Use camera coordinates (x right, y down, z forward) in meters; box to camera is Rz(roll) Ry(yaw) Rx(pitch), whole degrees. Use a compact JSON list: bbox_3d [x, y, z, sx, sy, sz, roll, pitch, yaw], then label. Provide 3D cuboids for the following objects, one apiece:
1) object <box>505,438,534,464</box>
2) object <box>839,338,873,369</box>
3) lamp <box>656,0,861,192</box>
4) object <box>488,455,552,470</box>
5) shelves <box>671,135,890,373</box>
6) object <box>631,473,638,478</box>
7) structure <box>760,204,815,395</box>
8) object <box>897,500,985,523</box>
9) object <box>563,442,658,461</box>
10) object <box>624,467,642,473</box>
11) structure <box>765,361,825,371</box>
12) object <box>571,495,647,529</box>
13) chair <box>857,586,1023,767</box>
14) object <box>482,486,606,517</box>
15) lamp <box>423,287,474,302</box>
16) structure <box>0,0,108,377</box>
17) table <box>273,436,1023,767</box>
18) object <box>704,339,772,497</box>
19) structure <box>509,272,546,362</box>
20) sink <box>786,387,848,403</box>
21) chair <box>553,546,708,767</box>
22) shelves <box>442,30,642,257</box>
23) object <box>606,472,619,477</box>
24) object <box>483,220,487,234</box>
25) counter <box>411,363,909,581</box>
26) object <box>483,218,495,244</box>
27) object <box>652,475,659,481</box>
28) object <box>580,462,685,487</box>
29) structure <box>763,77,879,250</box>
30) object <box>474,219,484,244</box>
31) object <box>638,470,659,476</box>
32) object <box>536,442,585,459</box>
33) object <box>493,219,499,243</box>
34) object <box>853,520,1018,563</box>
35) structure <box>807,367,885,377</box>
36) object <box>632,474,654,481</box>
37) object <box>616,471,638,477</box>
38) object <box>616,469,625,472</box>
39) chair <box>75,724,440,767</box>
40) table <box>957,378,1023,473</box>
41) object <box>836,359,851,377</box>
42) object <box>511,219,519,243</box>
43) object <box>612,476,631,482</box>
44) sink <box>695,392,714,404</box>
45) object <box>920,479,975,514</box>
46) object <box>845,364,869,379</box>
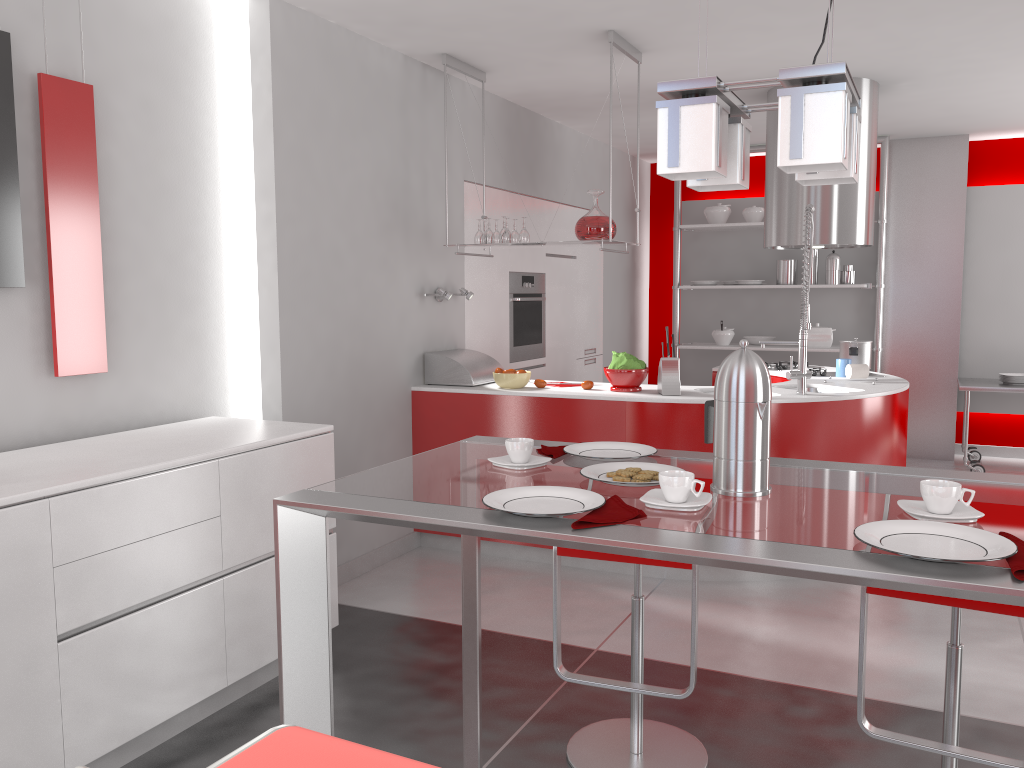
[{"bbox_3d":[0.010,0.146,1.940,0.078,0.049,0.062,2,6,25],"label":"object"},{"bbox_3d":[2.049,-0.183,5.290,0.189,0.185,0.218,-2,6,-12],"label":"object"},{"bbox_3d":[0.445,-0.877,1.537,0.304,1.025,0.304,3,6,25],"label":"lamp"},{"bbox_3d":[0.017,0.171,1.939,0.119,0.016,0.119,-6,8,-44],"label":"object"},{"bbox_3d":[2.200,-0.698,7.473,1.735,2.599,0.535,3,6,25],"label":"shelves"},{"bbox_3d":[0.254,0.185,1.793,0.036,0.006,0.034,5,8,43],"label":"object"},{"bbox_3d":[1.385,-0.413,4.313,0.308,0.920,0.178,-2,6,-21],"label":"structure"},{"bbox_3d":[0.714,0.214,1.482,0.119,0.016,0.119,0,6,6],"label":"object"},{"bbox_3d":[0.226,0.158,2.046,0.217,0.015,0.217,-3,7,-28],"label":"object"},{"bbox_3d":[0.249,0.177,1.820,0.034,0.006,0.036,1,6,14],"label":"object"},{"bbox_3d":[1.786,-0.124,5.812,0.457,0.037,0.303,-4,7,-34],"label":"structure"},{"bbox_3d":[0.179,0.216,1.492,0.095,0.012,0.234,2,6,24],"label":"object"},{"bbox_3d":[1.129,0.714,2.262,0.418,0.857,0.460,3,7,30],"label":"chair"},{"bbox_3d":[0.056,0.209,1.554,0.217,0.015,0.217,0,6,1],"label":"object"},{"bbox_3d":[-0.341,-0.496,4.932,0.155,0.081,0.454,3,6,25],"label":"lamp"},{"bbox_3d":[-1.635,-0.753,2.750,0.040,1.503,0.820,3,6,25],"label":"structure"},{"bbox_3d":[0.501,0.705,1.674,1.700,1.000,0.800,3,6,25],"label":"table"},{"bbox_3d":[0.418,0.058,1.674,0.149,0.287,0.113,4,7,33],"label":"object"},{"bbox_3d":[0.124,-0.461,6.058,0.050,0.589,0.599,3,6,25],"label":"structure"},{"bbox_3d":[1.577,0.127,4.589,0.326,0.172,0.428,-3,6,-25],"label":"sink"},{"bbox_3d":[0.377,0.680,2.626,0.418,0.857,0.460,2,6,21],"label":"chair"},{"bbox_3d":[0.157,-1.190,4.609,0.934,1.023,0.462,3,6,25],"label":"shelves"},{"bbox_3d":[0.210,0.184,1.804,0.036,0.006,0.034,1,6,9],"label":"object"},{"bbox_3d":[-0.146,-0.821,4.850,0.060,0.141,0.060,3,6,25],"label":"object"},{"bbox_3d":[0.999,0.423,5.003,2.865,0.880,1.868,-4,7,-30],"label":"counter"},{"bbox_3d":[-0.121,-0.805,4.689,0.060,0.141,0.060,0,6,2],"label":"object"},{"bbox_3d":[0.291,0.187,1.777,0.036,0.006,0.034,-6,8,-43],"label":"object"},{"bbox_3d":[0.245,0.184,1.785,0.217,0.015,0.217,-3,7,-27],"label":"object"},{"bbox_3d":[1.892,-1.319,5.451,0.644,0.958,0.644,-1,6,-8],"label":"structure"},{"bbox_3d":[-0.174,-0.813,4.769,0.060,0.141,0.060,3,6,25],"label":"object"},{"bbox_3d":[0.277,0.180,1.789,0.034,0.006,0.036,-5,8,-40],"label":"object"},{"bbox_3d":[0.104,0.154,2.111,0.095,0.012,0.234,3,6,26],"label":"object"},{"bbox_3d":[-0.083,-0.815,4.786,0.060,0.141,0.060,3,6,25],"label":"object"},{"bbox_3d":[0.614,0.233,1.294,0.217,0.015,0.217,-5,8,-40],"label":"object"},{"bbox_3d":[1.950,-0.073,5.306,0.457,0.037,0.303,0,6,1],"label":"structure"},{"bbox_3d":[0.260,0.183,1.752,0.034,0.006,0.036,4,7,37],"label":"object"},{"bbox_3d":[0.231,0.181,1.782,0.034,0.006,0.036,-3,7,-27],"label":"object"},{"bbox_3d":[0.234,0.181,1.832,0.036,0.006,0.034,3,6,25],"label":"object"},{"bbox_3d":[-0.240,0.836,1.123,0.418,0.857,0.460,3,7,28],"label":"chair"},{"bbox_3d":[4.170,0.352,6.527,1.627,0.682,0.749,3,7,27],"label":"table"},{"bbox_3d":[1.859,-0.091,4.987,0.080,0.100,0.109,0,6,-1],"label":"object"},{"bbox_3d":[0.015,-0.814,4.765,0.060,0.141,0.060,3,6,25],"label":"object"},{"bbox_3d":[0.218,0.188,1.763,0.036,0.006,0.034,0,6,5],"label":"object"},{"bbox_3d":[1.118,0.146,4.429,0.326,0.172,0.428,-2,6,-13],"label":"sink"},{"bbox_3d":[0.719,0.190,1.474,0.062,0.049,0.078,-5,8,-41],"label":"object"},{"bbox_3d":[1.885,-0.070,4.861,0.100,0.080,0.109,-1,6,-4],"label":"object"}]
